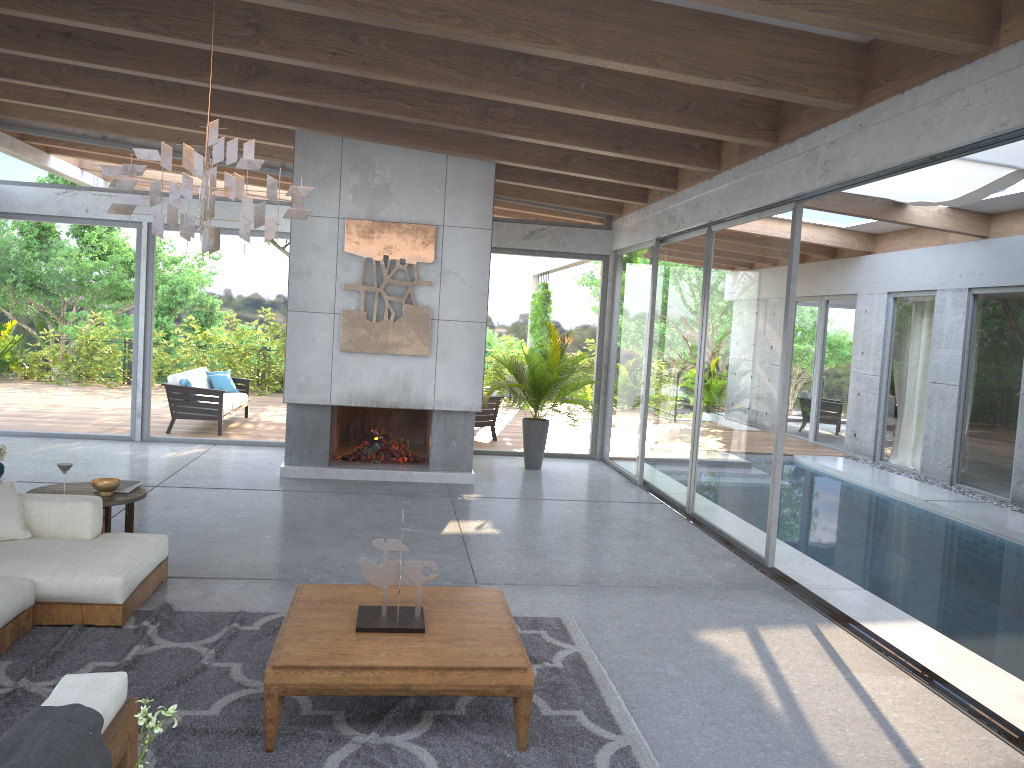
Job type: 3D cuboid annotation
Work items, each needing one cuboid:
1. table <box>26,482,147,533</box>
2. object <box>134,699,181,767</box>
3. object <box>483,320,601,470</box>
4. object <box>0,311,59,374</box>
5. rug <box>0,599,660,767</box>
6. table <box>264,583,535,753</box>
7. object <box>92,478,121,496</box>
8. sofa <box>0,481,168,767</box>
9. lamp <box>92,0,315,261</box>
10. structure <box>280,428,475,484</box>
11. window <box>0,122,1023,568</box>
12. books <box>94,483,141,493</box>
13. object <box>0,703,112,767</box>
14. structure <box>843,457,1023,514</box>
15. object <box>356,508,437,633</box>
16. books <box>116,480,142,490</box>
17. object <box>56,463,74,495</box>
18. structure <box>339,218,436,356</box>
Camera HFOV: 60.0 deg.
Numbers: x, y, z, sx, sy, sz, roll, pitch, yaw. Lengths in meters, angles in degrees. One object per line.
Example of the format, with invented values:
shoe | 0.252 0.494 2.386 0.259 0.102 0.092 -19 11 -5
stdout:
table | -2.817 0.933 5.871 0.725 0.441 0.725 7 5 44
object | -0.877 1.075 1.999 0.171 0.750 0.238 4 4 14
object | 0.320 0.108 10.624 1.484 1.819 1.798 3 4 -1
object | -5.988 -0.089 9.803 1.416 1.540 1.731 4 4 12
rug | -1.080 1.354 4.005 3.186 0.056 2.187 3 4 -7
table | -0.508 1.242 4.013 1.048 0.352 1.112 3 4 -8
object | -2.658 0.678 5.805 0.173 0.097 0.173 1 4 -28
sofa | -2.318 1.025 3.669 1.965 0.777 3.733 3 4 -8
lamp | -1.317 -1.214 3.623 0.862 1.400 0.636 7 5 39
structure | -1.520 0.642 10.328 2.012 0.595 2.203 3 4 -8
window | -0.471 -0.429 3.603 14.294 3.764 23.280 3 4 -8
books | -2.685 0.700 6.047 0.220 0.015 0.303 3 4 -8
object | -1.401 1.280 2.344 0.857 0.704 0.472 3 4 -11
structure | 6.041 1.627 6.725 0.477 0.068 13.673 3 4 -8
object | -0.510 0.806 4.004 0.346 0.518 0.379 3 4 -8
books | -2.677 0.688 6.045 0.205 0.012 0.290 3 4 -2
object | -2.857 0.617 5.662 0.099 0.212 0.099 5 4 23
structure | -1.272 -0.982 9.103 0.919 1.351 0.041 3 4 -8
